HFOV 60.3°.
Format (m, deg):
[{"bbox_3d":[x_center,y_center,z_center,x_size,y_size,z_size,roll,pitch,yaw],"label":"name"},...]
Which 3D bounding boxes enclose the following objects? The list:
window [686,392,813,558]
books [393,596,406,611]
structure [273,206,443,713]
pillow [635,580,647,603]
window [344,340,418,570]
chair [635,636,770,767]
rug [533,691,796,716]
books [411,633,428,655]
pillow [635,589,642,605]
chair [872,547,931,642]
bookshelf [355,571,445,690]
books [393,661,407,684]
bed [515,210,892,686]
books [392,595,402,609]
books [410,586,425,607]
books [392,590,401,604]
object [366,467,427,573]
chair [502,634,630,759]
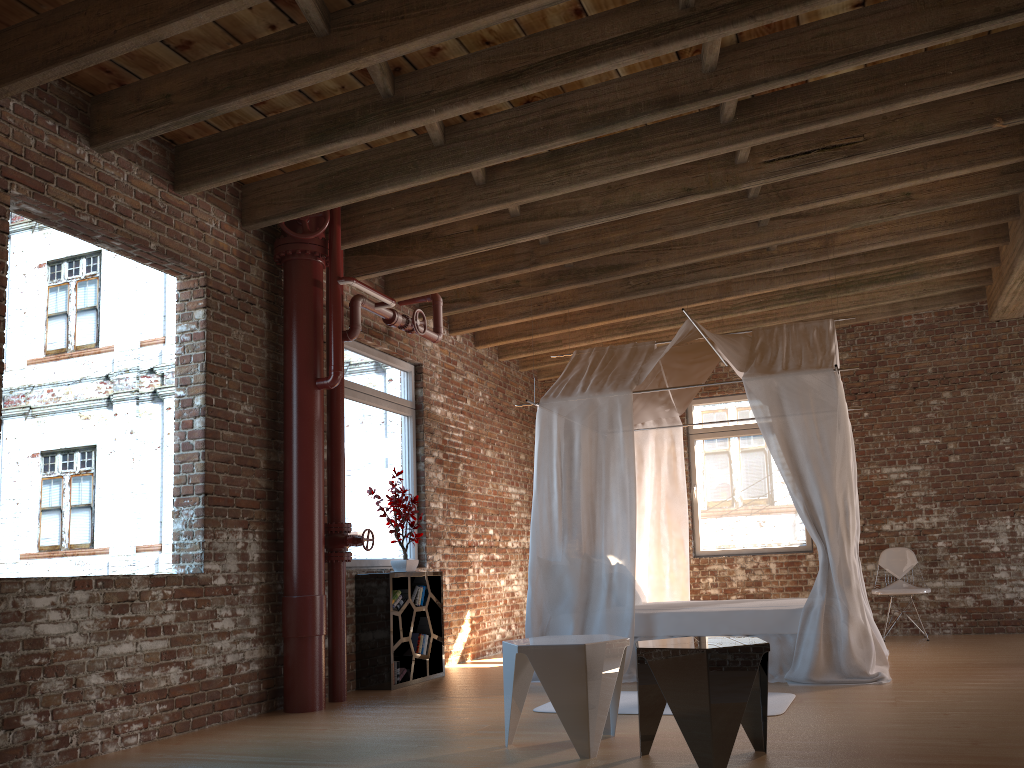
[{"bbox_3d":[2.605,0.993,9.797,1.311,1.828,0.174,-5,-8,20],"label":"window"},{"bbox_3d":[-0.893,1.659,6.654,0.133,0.112,0.159,-6,-11,21],"label":"books"},{"bbox_3d":[-1.023,0.487,6.423,0.575,3.425,2.026,-5,-9,21],"label":"structure"},{"bbox_3d":[1.004,1.803,7.945,0.292,0.427,0.638,-6,-11,22],"label":"pillow"},{"bbox_3d":[-1.113,0.592,7.171,0.167,1.828,1.364,-5,-9,22],"label":"window"},{"bbox_3d":[0.795,1.326,3.682,0.629,0.484,0.531,3,-11,-25],"label":"chair"},{"bbox_3d":[0.916,1.894,5.257,1.429,0.007,0.874,-7,-13,21],"label":"rug"},{"bbox_3d":[-0.756,2.044,6.918,0.133,0.179,0.206,-6,-10,21],"label":"books"},{"bbox_3d":[0.910,1.690,7.253,0.213,0.288,0.393,-7,-11,30],"label":"pillow"},{"bbox_3d":[3.832,2.057,8.693,0.536,0.887,0.582,-5,-9,21],"label":"chair"},{"bbox_3d":[-0.859,1.897,6.878,0.292,0.835,0.868,-5,-10,21],"label":"bookshelf"},{"bbox_3d":[-0.886,2.146,6.571,0.133,0.158,0.253,-6,-11,21],"label":"books"},{"bbox_3d":[1.518,0.357,7.268,2.661,3.839,2.533,-6,-9,21],"label":"bed"},{"bbox_3d":[-0.916,1.637,6.602,0.133,0.108,0.156,-6,-11,21],"label":"books"},{"bbox_3d":[-0.789,1.664,6.915,0.133,0.164,0.247,-6,-11,21],"label":"books"},{"bbox_3d":[-0.922,1.600,6.594,0.133,0.108,0.156,-6,-11,21],"label":"books"},{"bbox_3d":[-0.898,1.059,6.917,0.396,0.831,0.420,-5,-9,16],"label":"object"},{"bbox_3d":[0.257,1.445,4.127,0.542,0.484,0.617,0,-11,-15],"label":"chair"}]
